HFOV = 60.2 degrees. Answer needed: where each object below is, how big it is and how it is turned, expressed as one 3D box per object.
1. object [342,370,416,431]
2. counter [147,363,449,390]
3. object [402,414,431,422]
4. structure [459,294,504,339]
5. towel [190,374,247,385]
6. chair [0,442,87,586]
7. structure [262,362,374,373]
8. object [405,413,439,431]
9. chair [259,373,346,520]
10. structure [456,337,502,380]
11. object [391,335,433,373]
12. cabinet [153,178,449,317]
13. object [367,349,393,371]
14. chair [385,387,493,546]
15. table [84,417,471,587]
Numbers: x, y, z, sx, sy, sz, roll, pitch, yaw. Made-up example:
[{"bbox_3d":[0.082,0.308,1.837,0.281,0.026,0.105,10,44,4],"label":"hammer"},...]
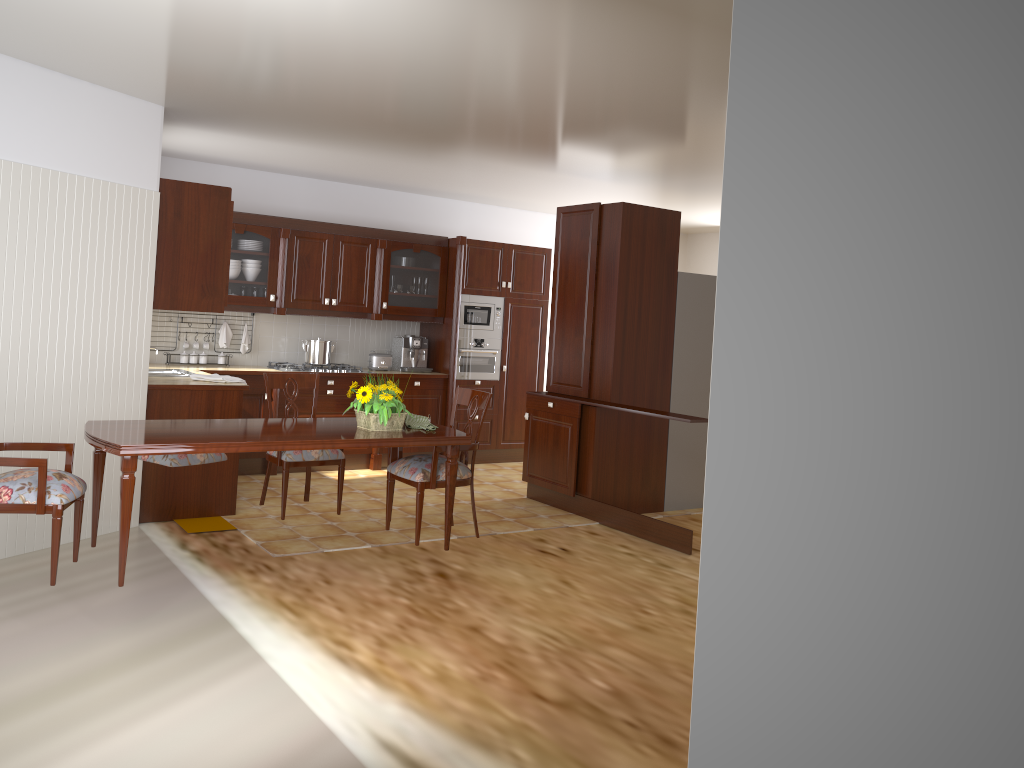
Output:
[{"bbox_3d":[-0.637,0.083,4.279,0.298,0.337,0.319,2,2,-43],"label":"object"},{"bbox_3d":[-1.521,-0.052,6.732,2.778,0.032,1.831,1,5,-34],"label":"counter"},{"bbox_3d":[-0.501,0.180,4.604,0.146,0.046,0.047,2,2,-21],"label":"object"},{"bbox_3d":[-0.372,-0.621,8.113,0.494,0.386,0.317,2,2,-34],"label":"structure"},{"bbox_3d":[-1.896,-0.015,5.765,0.330,0.097,0.343,5,4,18],"label":"towel"},{"bbox_3d":[-1.953,0.381,3.521,0.459,0.746,0.405,3,1,-12],"label":"chair"},{"bbox_3d":[-1.622,-0.140,7.397,0.814,0.046,0.592,1,5,-34],"label":"structure"},{"bbox_3d":[-0.498,0.181,4.558,0.166,0.056,0.530,2,4,-21],"label":"object"},{"bbox_3d":[-1.168,0.330,4.914,0.403,0.746,0.460,3,1,-37],"label":"chair"},{"bbox_3d":[-0.306,-0.227,7.980,0.493,0.375,0.041,2,1,-34],"label":"structure"},{"bbox_3d":[-0.892,-0.274,7.910,0.274,0.322,0.324,3,2,-34],"label":"object"},{"bbox_3d":[-1.356,-0.881,6.573,2.776,0.779,1.373,1,4,-34],"label":"cabinet"},{"bbox_3d":[-1.150,-0.212,7.747,0.242,0.188,0.141,2,2,-34],"label":"object"},{"bbox_3d":[-0.382,0.404,4.552,0.458,0.746,0.405,3,1,-34],"label":"chair"},{"bbox_3d":[-1.062,0.485,4.089,1.675,0.558,0.737,1,3,-34],"label":"table"}]
